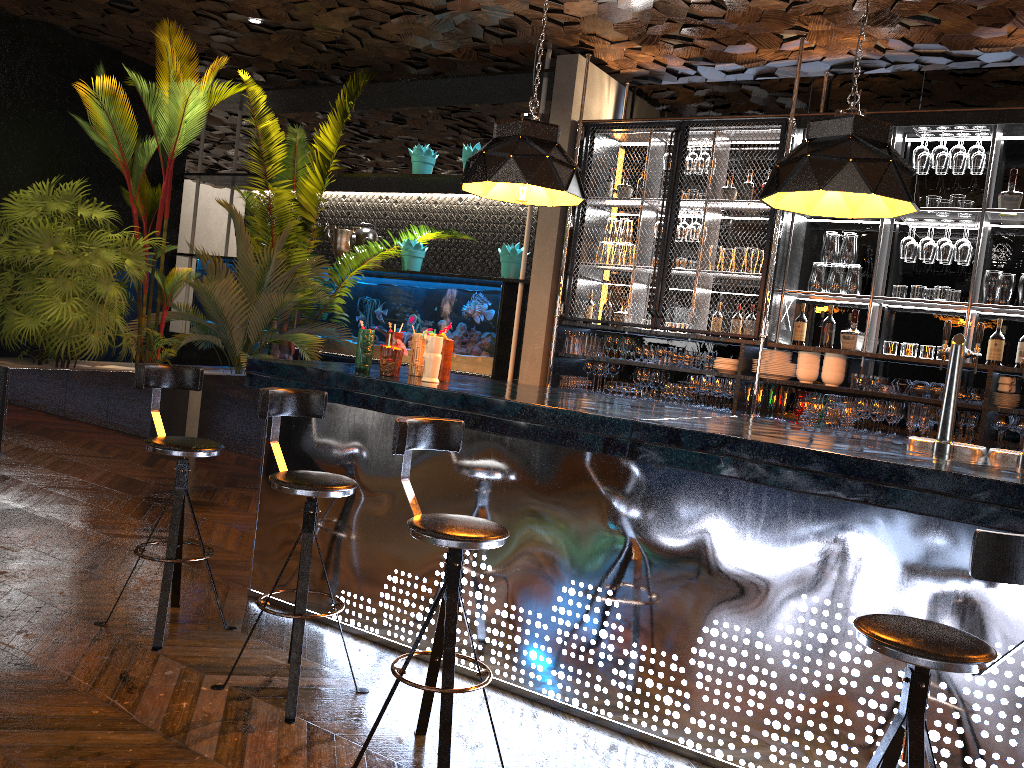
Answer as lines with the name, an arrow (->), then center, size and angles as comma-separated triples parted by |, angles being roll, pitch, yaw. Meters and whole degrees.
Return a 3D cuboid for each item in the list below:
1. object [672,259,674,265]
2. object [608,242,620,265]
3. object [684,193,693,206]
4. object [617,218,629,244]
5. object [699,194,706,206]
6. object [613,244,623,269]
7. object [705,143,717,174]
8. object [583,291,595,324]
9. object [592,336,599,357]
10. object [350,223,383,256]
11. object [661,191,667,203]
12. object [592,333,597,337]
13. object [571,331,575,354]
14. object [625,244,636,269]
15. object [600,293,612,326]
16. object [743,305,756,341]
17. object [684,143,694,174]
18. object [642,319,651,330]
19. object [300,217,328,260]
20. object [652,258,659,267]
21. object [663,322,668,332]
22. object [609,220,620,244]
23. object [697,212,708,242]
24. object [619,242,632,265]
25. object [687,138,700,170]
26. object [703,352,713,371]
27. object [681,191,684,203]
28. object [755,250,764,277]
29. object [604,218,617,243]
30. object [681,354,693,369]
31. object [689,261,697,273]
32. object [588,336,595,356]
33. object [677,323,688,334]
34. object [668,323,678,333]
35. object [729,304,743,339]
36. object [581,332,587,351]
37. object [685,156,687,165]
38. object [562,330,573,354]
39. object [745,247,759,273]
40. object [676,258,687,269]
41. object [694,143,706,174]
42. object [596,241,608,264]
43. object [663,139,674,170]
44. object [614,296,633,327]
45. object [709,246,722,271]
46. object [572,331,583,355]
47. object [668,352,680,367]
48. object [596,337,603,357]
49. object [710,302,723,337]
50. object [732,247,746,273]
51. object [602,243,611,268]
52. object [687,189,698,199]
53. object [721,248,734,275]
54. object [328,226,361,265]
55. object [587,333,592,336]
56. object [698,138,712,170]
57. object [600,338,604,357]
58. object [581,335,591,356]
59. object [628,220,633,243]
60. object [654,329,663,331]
object -> 1.149, -0.884, 6.533 | 0.077, 0.080, 0.077 | 7, 3, 10
object -> 0.785, -0.992, 6.792 | 0.092, 0.182, 0.092 | 8, 3, 27
object -> 1.315, -1.368, 6.582 | 0.077, 0.080, 0.077 | 7, 3, -3
object -> 0.851, -1.167, 6.763 | 0.092, 0.182, 0.092 | 8, 3, 27
object -> 1.412, -1.353, 6.533 | 0.077, 0.080, 0.077 | 6, 3, -23
object -> 0.830, -0.991, 6.876 | 0.092, 0.182, 0.092 | 8, 3, 27
object -> 1.458, -1.644, 6.474 | 0.081, 0.213, 0.081 | 9, 4, 37
object -> 0.603, -0.591, 6.911 | 0.075, 0.261, 0.075 | 6, 3, -9
object -> 0.626, -0.288, 6.768 | 0.058, 0.152, 0.051 | 6, 3, -7
object -> -1.334, -1.322, 8.107 | 0.290, 0.292, 0.278 | 6, 3, -21
object -> 1.144, -1.388, 6.586 | 0.077, 0.080, 0.077 | 8, 3, 22
object -> 0.623, -0.309, 6.950 | 0.067, 0.174, 0.067 | 6, 3, -19
object -> 0.466, -0.321, 6.824 | 0.067, 0.174, 0.067 | 6, 3, -18
object -> 0.905, -0.979, 6.819 | 0.092, 0.182, 0.092 | 8, 3, 27
object -> 0.730, -0.571, 6.801 | 0.075, 0.260, 0.075 | 5, 3, -24
object -> 1.679, -0.429, 6.244 | 0.075, 0.260, 0.075 | 6, 3, -9
object -> 1.309, -1.667, 6.567 | 0.081, 0.213, 0.081 | 9, 4, 37
object -> 1.001, -0.436, 6.592 | 0.077, 0.080, 0.077 | 6, 3, -19
object -> -1.996, -1.383, 8.624 | 0.250, 0.472, 0.458 | 5, 4, -32
object -> 1.084, -0.896, 6.618 | 0.077, 0.080, 0.077 | 10, 4, 43
object -> 1.136, -0.425, 6.683 | 0.077, 0.080, 0.077 | 6, 3, -19
object -> 0.808, -1.179, 6.895 | 0.092, 0.182, 0.092 | 8, 3, 27
object -> 1.399, -1.148, 6.500 | 0.081, 0.213, 0.081 | 9, 4, 37
object -> 0.864, -0.980, 6.730 | 0.092, 0.182, 0.092 | 8, 3, 27
object -> 1.306, -1.658, 6.399 | 0.081, 0.213, 0.081 | 9, 4, 37
object -> 1.379, -0.159, 6.252 | 0.074, 0.131, 0.074 | 10, 4, 44
object -> 1.222, -1.375, 6.514 | 0.077, 0.080, 0.077 | 6, 3, -23
object -> 1.727, -0.853, 6.265 | 0.092, 0.182, 0.092 | 8, 3, 27
object -> 0.761, -1.180, 6.810 | 0.092, 0.182, 0.092 | 8, 3, 27
object -> 1.231, -0.159, 6.235 | 0.078, 0.099, 0.078 | 7, 3, -1
object -> 1.343, -0.861, 6.534 | 0.077, 0.080, 0.077 | 8, 3, 27
object -> 0.591, -0.289, 6.719 | 0.058, 0.152, 0.051 | 9, 4, 36
object -> 1.241, -0.401, 6.465 | 0.077, 0.080, 0.077 | 8, 3, 20
object -> 1.192, -0.412, 6.560 | 0.077, 0.080, 0.077 | 7, 3, -3
object -> 1.602, -0.442, 6.316 | 0.075, 0.260, 0.075 | 6, 3, -9
object -> 0.532, -0.312, 6.798 | 0.067, 0.174, 0.067 | 5, 4, -33
object -> 1.233, -1.669, 6.444 | 0.081, 0.213, 0.081 | 9, 4, 37
object -> 0.425, -0.323, 6.761 | 0.067, 0.174, 0.067 | 9, 4, 40
object -> 1.668, -0.856, 6.191 | 0.092, 0.182, 0.092 | 8, 3, 27
object -> 1.226, -0.869, 6.422 | 0.077, 0.080, 0.077 | 8, 3, 27
object -> 1.382, -1.656, 6.521 | 0.081, 0.213, 0.081 | 9, 4, 37
object -> 0.697, -1.005, 6.846 | 0.092, 0.182, 0.092 | 8, 3, 27
object -> 1.152, -1.682, 6.495 | 0.081, 0.213, 0.081 | 9, 4, 37
object -> 0.849, -0.544, 6.738 | 0.108, 0.244, 0.108 | 4, 4, -45
object -> 1.447, -0.889, 6.325 | 0.092, 0.182, 0.092 | 8, 3, 27
object -> 0.498, -0.312, 6.729 | 0.067, 0.174, 0.067 | 6, 3, -19
object -> 1.152, -0.173, 6.293 | 0.078, 0.103, 0.078 | 6, 3, -15
object -> 0.660, -0.286, 6.817 | 0.058, 0.152, 0.051 | 5, 4, -32
object -> 1.475, -0.459, 6.369 | 0.075, 0.261, 0.075 | 6, 3, -9
object -> 1.600, -0.868, 6.258 | 0.092, 0.182, 0.092 | 8, 3, 27
object -> 0.743, -1.005, 6.938 | 0.092, 0.182, 0.092 | 8, 3, 27
object -> 1.305, -1.360, 6.411 | 0.077, 0.080, 0.077 | 6, 3, -23
object -> 1.546, -0.880, 6.382 | 0.092, 0.182, 0.092 | 8, 3, 27
object -> -1.595, -1.288, 8.376 | 0.232, 0.398, 0.378 | 5, 3, -28
object -> 0.577, -0.311, 6.876 | 0.067, 0.174, 0.067 | 6, 3, -8
object -> 1.382, -1.647, 6.351 | 0.081, 0.213, 0.081 | 9, 4, 37
object -> 0.678, -0.287, 6.875 | 0.058, 0.152, 0.051 | 5, 4, -34
object -> 0.556, -0.291, 6.671 | 0.051, 0.152, 0.058 | 9, 4, 37
object -> 0.889, -1.166, 6.833 | 0.092, 0.182, 0.092 | 8, 3, 27
object -> 1.082, -0.423, 6.528 | 0.077, 0.080, 0.077 | 8, 3, 17
